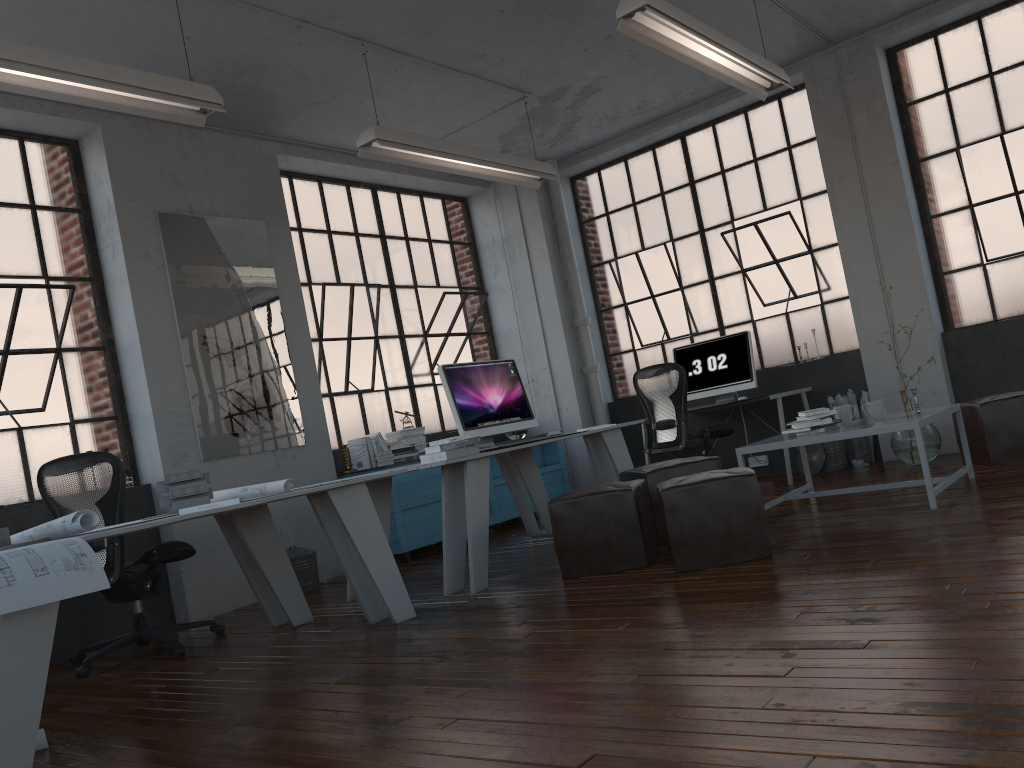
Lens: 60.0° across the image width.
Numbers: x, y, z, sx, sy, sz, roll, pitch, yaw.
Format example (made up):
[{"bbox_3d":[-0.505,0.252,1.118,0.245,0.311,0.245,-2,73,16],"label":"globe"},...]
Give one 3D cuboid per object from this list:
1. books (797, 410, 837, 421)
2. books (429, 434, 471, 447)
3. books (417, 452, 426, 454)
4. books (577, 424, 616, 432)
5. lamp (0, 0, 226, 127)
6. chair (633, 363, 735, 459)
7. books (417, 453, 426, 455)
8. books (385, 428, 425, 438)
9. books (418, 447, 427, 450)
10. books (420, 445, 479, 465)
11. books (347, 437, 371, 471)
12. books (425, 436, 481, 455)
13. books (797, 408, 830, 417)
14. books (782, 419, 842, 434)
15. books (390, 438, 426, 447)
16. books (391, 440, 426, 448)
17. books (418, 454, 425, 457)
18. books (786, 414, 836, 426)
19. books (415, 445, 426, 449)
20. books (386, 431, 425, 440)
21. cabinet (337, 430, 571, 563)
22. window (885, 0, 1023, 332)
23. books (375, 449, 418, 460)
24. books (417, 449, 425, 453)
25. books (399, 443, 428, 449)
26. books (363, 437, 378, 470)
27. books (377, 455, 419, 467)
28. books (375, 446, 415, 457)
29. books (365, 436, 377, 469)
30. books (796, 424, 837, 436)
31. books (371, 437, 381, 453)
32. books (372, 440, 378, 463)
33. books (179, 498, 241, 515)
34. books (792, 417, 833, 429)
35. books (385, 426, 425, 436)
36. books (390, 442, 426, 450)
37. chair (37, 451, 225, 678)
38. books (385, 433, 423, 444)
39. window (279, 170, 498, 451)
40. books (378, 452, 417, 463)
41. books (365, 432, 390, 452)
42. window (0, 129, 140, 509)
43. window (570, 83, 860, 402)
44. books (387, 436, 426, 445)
[{"bbox_3d":[1.735,0.181,5.056,0.184,0.026,0.126,-10,-4,-22],"label":"books"},{"bbox_3d":[-0.343,0.310,4.893,0.153,0.030,0.184,-14,-4,38],"label":"books"},{"bbox_3d":[-0.826,0.578,7.150,0.160,0.012,0.284,-14,-4,37],"label":"books"},{"bbox_3d":[0.562,0.293,5.936,0.205,0.019,0.244,-10,-3,-12],"label":"books"},{"bbox_3d":[-2.093,-1.552,3.676,0.202,0.628,1.874,-13,-3,37],"label":"lamp"},{"bbox_3d":[1.360,0.364,6.935,0.773,1.084,0.791,-13,-3,41],"label":"chair"},{"bbox_3d":[-0.710,0.551,6.965,0.203,0.012,0.251,-14,-4,39],"label":"books"},{"bbox_3d":[-0.865,0.396,7.165,0.183,0.016,0.288,-14,-4,37],"label":"books"},{"bbox_3d":[-0.831,0.542,7.170,0.161,0.013,0.253,-14,-4,37],"label":"books"},{"bbox_3d":[-0.344,0.390,4.883,0.201,0.050,0.271,-14,-4,37],"label":"books"},{"bbox_3d":[-1.165,0.536,6.759,0.173,0.239,0.032,-13,-3,38],"label":"books"},{"bbox_3d":[-0.327,0.338,4.882,0.257,0.044,0.193,-9,-4,-32],"label":"books"},{"bbox_3d":[1.715,0.160,5.041,0.141,0.026,0.202,-11,-3,7],"label":"books"},{"bbox_3d":[1.711,0.244,5.067,0.273,0.025,0.211,-9,-4,-32],"label":"books"},{"bbox_3d":[-0.844,0.475,7.175,0.168,0.017,0.262,-14,-4,37],"label":"books"},{"bbox_3d":[-0.839,0.489,7.164,0.161,0.012,0.253,-14,-4,37],"label":"books"},{"bbox_3d":[-0.703,0.562,6.959,0.188,0.014,0.247,-13,-4,36],"label":"books"},{"bbox_3d":[1.713,0.202,5.074,0.200,0.014,0.274,-14,-4,37],"label":"books"},{"bbox_3d":[-0.856,0.532,7.166,0.183,0.016,0.288,-14,-4,37],"label":"books"},{"bbox_3d":[-0.861,0.415,7.166,0.174,0.021,0.272,-14,-4,37],"label":"books"},{"bbox_3d":[-0.392,0.922,7.406,0.628,0.732,2.258,-13,-4,37],"label":"cabinet"},{"bbox_3d":[4.148,-1.741,6.162,2.598,2.388,0.668,-13,-3,38],"label":"window"},{"bbox_3d":[-0.879,0.537,6.751,0.212,0.023,0.258,-14,-4,37],"label":"books"},{"bbox_3d":[-0.835,0.560,7.159,0.176,0.025,0.330,-14,-4,37],"label":"books"},{"bbox_3d":[-0.826,0.512,7.170,0.161,0.013,0.255,-14,-4,37],"label":"books"},{"bbox_3d":[-1.113,0.539,6.811,0.152,0.239,0.045,-13,-3,38],"label":"books"},{"bbox_3d":[-0.868,0.586,6.748,0.192,0.032,0.258,-14,-4,39],"label":"books"},{"bbox_3d":[-0.887,0.513,6.743,0.191,0.028,0.239,-14,-4,39],"label":"books"},{"bbox_3d":[-1.132,0.531,6.785,0.173,0.240,0.053,-13,-3,38],"label":"books"},{"bbox_3d":[1.745,0.262,5.084,0.172,0.028,0.217,-14,-4,37],"label":"books"},{"bbox_3d":[-1.075,0.530,6.860,0.161,0.224,0.065,-13,-3,38],"label":"books"},{"bbox_3d":[-1.097,0.553,6.834,0.161,0.224,0.045,-13,-3,38],"label":"books"},{"bbox_3d":[-1.263,0.512,3.717,0.235,0.024,0.201,-10,-3,-16],"label":"books"},{"bbox_3d":[1.709,0.221,5.068,0.200,0.031,0.272,-12,-3,12],"label":"books"},{"bbox_3d":[-0.863,0.379,7.154,0.183,0.016,0.288,-14,-4,37],"label":"books"},{"bbox_3d":[-0.848,0.503,7.158,0.160,0.012,0.284,-14,-4,37],"label":"books"},{"bbox_3d":[-2.058,0.893,4.670,0.771,1.084,0.793,-11,-2,6],"label":"chair"},{"bbox_3d":[-0.881,0.442,7.159,0.180,0.028,0.295,-14,-4,37],"label":"books"},{"bbox_3d":[-1.014,-0.638,7.804,0.671,2.388,2.586,-12,-3,37],"label":"window"},{"bbox_3d":[-0.873,0.559,6.738,0.191,0.023,0.241,-13,-4,35],"label":"books"},{"bbox_3d":[-1.035,0.523,6.919,0.176,0.284,0.169,-13,-3,38],"label":"books"},{"bbox_3d":[-3.379,-0.363,4.714,0.671,2.388,2.586,-12,-3,37],"label":"window"},{"bbox_3d":[1.768,-1.165,8.044,2.598,2.388,0.668,-13,-3,38],"label":"window"},{"bbox_3d":[-0.863,0.462,7.177,0.183,0.016,0.288,-14,-4,37],"label":"books"}]
